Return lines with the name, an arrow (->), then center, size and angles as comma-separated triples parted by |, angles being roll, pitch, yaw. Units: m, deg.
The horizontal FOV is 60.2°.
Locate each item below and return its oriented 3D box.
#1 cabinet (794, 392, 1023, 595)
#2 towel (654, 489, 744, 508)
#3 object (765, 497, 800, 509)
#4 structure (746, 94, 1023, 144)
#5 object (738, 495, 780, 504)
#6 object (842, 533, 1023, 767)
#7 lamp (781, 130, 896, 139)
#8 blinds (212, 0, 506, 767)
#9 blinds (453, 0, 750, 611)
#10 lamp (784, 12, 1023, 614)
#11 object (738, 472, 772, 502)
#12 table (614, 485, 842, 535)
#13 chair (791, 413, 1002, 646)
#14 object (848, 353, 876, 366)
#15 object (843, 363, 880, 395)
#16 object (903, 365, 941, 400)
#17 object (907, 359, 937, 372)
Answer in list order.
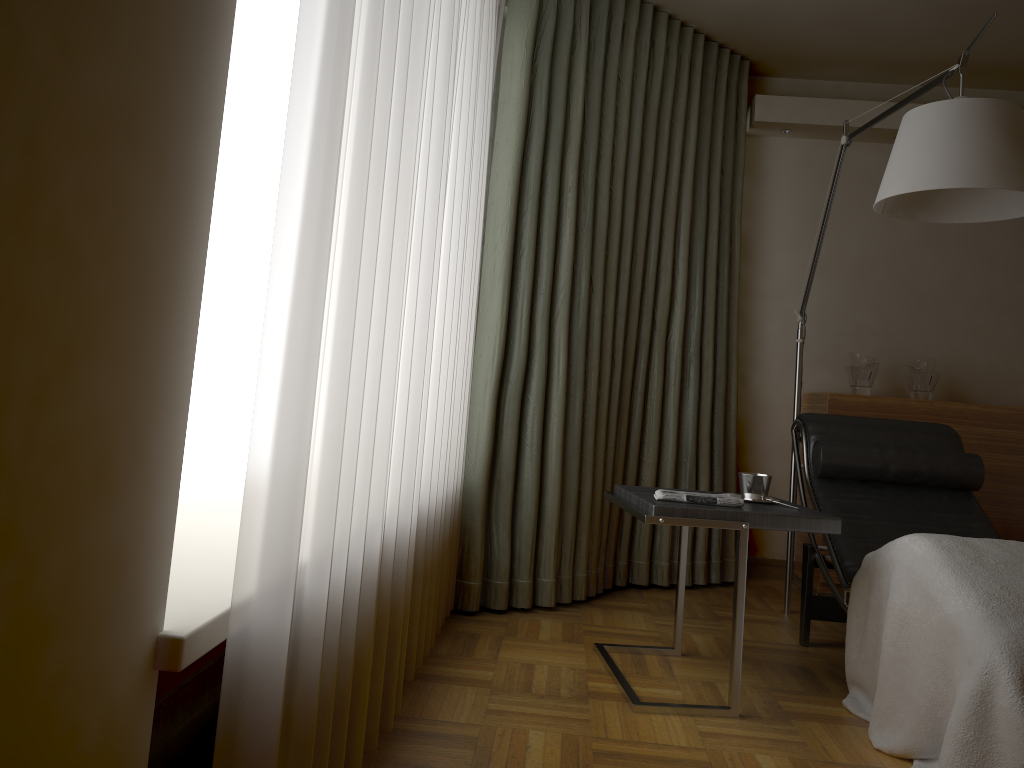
cabinet -> 2.192, 0.537, 3.966 | 1.674, 0.870, 0.412 | 4, -5, 4
towel -> 0.524, 0.323, 2.500 | 0.241, 0.035, 0.177 | 5, -1, 8
object -> 0.777, 0.341, 2.545 | 0.029, 0.020, 0.123 | 6, -1, -28
structure -> 2.254, -1.233, 4.285 | 2.179, 0.131, 0.272 | 5, -2, 4
object -> 0.720, 0.345, 2.628 | 0.150, 0.009, 0.149 | 5, -1, 9
object -> 1.258, 0.656, 2.076 | 0.917, 0.524, 0.903 | 4, -2, 4
lamp -> 1.897, -1.207, 4.294 | 1.158, 0.028, 0.050 | 5, -2, 4
blinds -> -0.191, -0.399, 2.146 | 0.092, 2.308, 2.181 | 4, -3, 4
blinds -> 0.476, -0.389, 3.688 | 1.522, 2.473, 0.224 | 8, -7, -41
lamp -> 1.298, -0.026, 2.954 | 0.452, 1.983, 1.404 | 4, -4, 7
object -> 0.723, 0.309, 2.638 | 0.098, 0.079, 0.110 | 4, -2, 5
table -> 0.604, 0.362, 2.589 | 0.517, 0.045, 0.497 | 5, -1, -5
chair -> 1.317, 0.517, 2.615 | 0.636, 0.803, 1.777 | 4, -2, 4
object -> 1.590, -0.063, 4.022 | 0.122, 0.151, 0.122 | 6, -4, -14
object -> 1.587, -0.025, 4.018 | 0.155, 0.155, 0.155 | 7, -4, -39
object -> 1.854, -0.003, 4.000 | 0.155, 0.155, 0.155 | 5, -3, -6
object -> 1.857, -0.042, 4.003 | 0.122, 0.151, 0.122 | 6, -4, -17
